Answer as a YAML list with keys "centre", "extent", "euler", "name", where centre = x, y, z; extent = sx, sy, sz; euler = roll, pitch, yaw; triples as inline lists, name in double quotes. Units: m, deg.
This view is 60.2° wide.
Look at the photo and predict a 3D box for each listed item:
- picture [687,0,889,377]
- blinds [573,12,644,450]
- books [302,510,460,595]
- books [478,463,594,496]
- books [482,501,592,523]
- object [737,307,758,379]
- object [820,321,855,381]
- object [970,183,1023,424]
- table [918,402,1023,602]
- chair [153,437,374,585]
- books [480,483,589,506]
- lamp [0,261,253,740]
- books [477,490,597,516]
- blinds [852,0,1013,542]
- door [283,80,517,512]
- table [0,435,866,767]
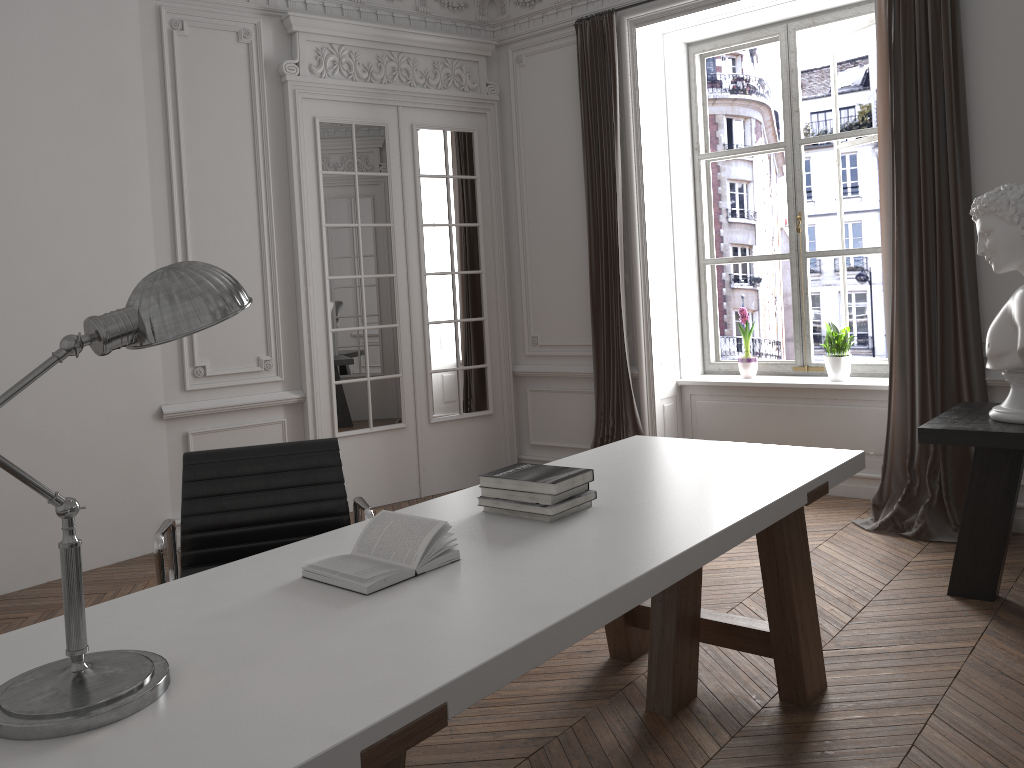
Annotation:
- centre: [-0.413, -1.100, 2.817]
  extent: [13.192, 4.793, 13.303]
  euler: [0, 6, 31]
  name: "picture"
- centre: [0.562, -0.839, 5.743]
  extent: [0.580, 3.096, 0.311]
  euler: [-2, 2, 44]
  name: "blinds"
- centre: [-0.297, 0.370, 2.004]
  extent: [0.226, 0.095, 0.280]
  euler: [1, 7, 41]
  name: "books"
- centre: [0.067, 0.261, 2.454]
  extent: [0.258, 0.032, 0.192]
  euler: [1, 7, 37]
  name: "books"
- centre: [0.069, 0.338, 2.466]
  extent: [0.242, 0.022, 0.192]
  euler: [2, 8, 41]
  name: "books"
- centre: [1.563, -0.276, 5.879]
  extent: [0.129, 0.475, 0.129]
  euler: [-3, 2, -1]
  name: "object"
- centre: [2.017, -0.206, 5.464]
  extent: [0.215, 0.368, 0.286]
  euler: [-2, 3, 17]
  name: "object"
- centre: [1.998, -0.321, 3.416]
  extent: [0.392, 0.922, 0.636]
  euler: [-1, 3, 39]
  name: "object"
- centre: [2.109, 0.506, 3.451]
  extent: [0.767, 0.748, 0.771]
  euler: [0, 5, 39]
  name: "table"
- centre: [-0.683, 0.674, 2.528]
  extent: [0.695, 0.922, 0.668]
  euler: [-5, 3, -25]
  name: "chair"
- centre: [0.063, 0.291, 2.461]
  extent: [0.239, 0.028, 0.192]
  euler: [1, 7, 37]
  name: "books"
- centre: [-0.657, 0.147, 1.476]
  extent: [0.268, 0.698, 0.490]
  euler: [-2, 3, 39]
  name: "lamp"
- centre: [0.069, 0.317, 2.453]
  extent: [0.258, 0.022, 0.213]
  euler: [2, 8, 39]
  name: "books"
- centre: [2.042, -0.790, 4.498]
  extent: [0.776, 3.095, 0.343]
  euler: [-2, 2, 33]
  name: "blinds"
- centre: [-0.691, -0.587, 5.947]
  extent: [1.569, 2.731, 0.085]
  euler: [-5, 2, -35]
  name: "door"
- centre: [0.052, 0.745, 2.285]
  extent: [0.900, 0.747, 2.634]
  euler: [0, 7, 39]
  name: "table"
